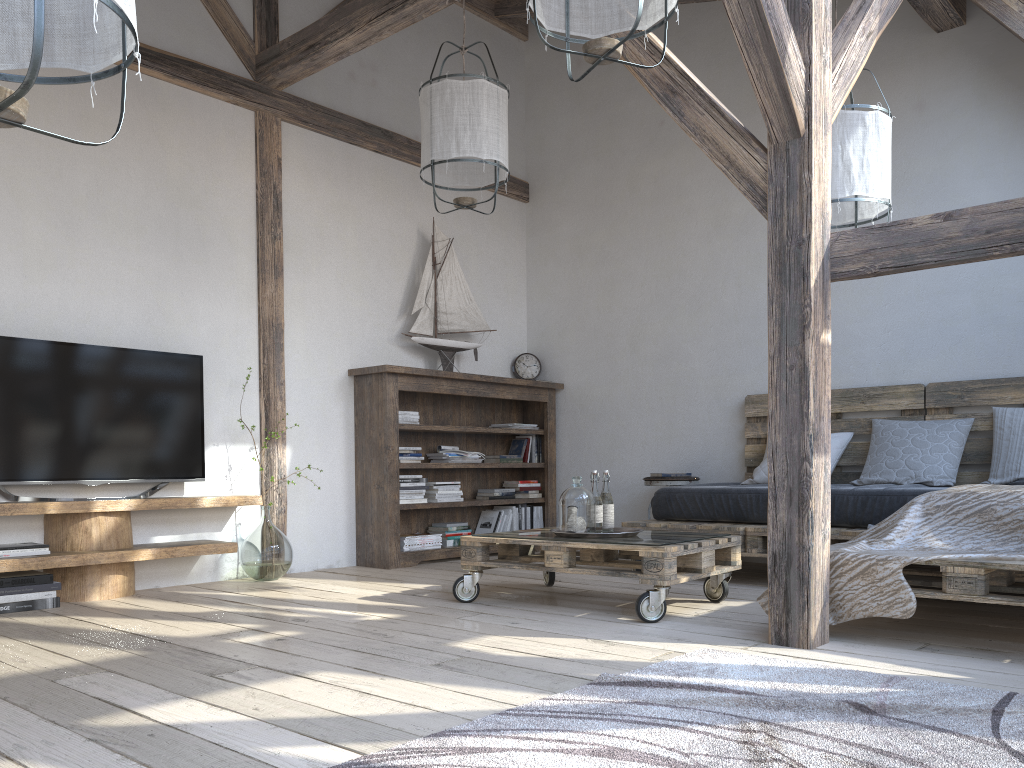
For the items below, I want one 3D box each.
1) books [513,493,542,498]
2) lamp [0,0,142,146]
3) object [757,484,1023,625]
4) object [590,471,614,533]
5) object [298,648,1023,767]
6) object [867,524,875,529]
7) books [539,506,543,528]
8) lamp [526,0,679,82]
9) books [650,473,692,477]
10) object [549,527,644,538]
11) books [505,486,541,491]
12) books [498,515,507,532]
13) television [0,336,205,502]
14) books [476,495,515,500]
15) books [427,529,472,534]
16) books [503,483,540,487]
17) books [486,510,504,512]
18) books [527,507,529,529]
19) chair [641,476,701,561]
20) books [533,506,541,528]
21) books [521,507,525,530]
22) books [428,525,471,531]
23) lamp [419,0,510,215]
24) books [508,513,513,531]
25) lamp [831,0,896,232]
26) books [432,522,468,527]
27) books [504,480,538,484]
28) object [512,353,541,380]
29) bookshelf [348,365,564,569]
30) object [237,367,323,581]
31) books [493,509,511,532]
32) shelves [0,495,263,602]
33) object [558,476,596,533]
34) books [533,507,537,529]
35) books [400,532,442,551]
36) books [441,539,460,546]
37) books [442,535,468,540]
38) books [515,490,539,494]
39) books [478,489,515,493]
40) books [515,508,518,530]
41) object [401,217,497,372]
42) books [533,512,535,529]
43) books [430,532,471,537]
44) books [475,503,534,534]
[{"bbox_3d":[0.074,0.782,6.164,0.219,0.030,0.162,-4,-6,34],"label":"books"},{"bbox_3d":[-0.757,-1.320,1.220,0.407,1.896,0.399,-1,1,-7],"label":"lamp"},{"bbox_3d":[1.415,0.571,2.880,1.009,0.473,0.813,1,-4,-19],"label":"object"},{"bbox_3d":[0.382,0.508,3.800,0.071,0.268,0.154,1,1,42],"label":"object"},{"bbox_3d":[0.358,0.625,0.859,2.192,0.056,3.192,-5,-7,42],"label":"object"},{"bbox_3d":[1.722,0.724,3.635,0.505,0.277,0.710,-2,-5,26],"label":"object"},{"bbox_3d":[0.155,0.976,6.242,0.157,0.220,0.036,-1,1,41],"label":"books"},{"bbox_3d":[0.232,-1.515,2.329,0.407,1.305,0.399,0,1,18],"label":"lamp"},{"bbox_3d":[0.973,0.557,5.394,0.204,0.021,0.150,1,-6,-19],"label":"books"},{"bbox_3d":[0.355,0.626,3.708,0.395,0.021,0.396,3,-6,-29],"label":"object"},{"bbox_3d":[0.076,0.732,6.167,0.203,0.026,0.162,4,-7,-40],"label":"books"},{"bbox_3d":[-0.114,0.971,5.949,0.139,0.175,0.094,-1,-1,42],"label":"books"},{"bbox_3d":[-1.918,0.175,4.001,0.206,0.705,1.104,1,-2,42],"label":"television"},{"bbox_3d":[-0.112,0.771,5.975,0.228,0.024,0.152,4,-7,-39],"label":"books"},{"bbox_3d":[-0.402,0.947,5.669,0.174,0.013,0.230,-6,-8,44],"label":"books"},{"bbox_3d":[0.066,0.708,6.164,0.219,0.021,0.158,5,-8,-44],"label":"books"},{"bbox_3d":[-0.146,0.957,5.962,0.157,0.206,0.107,-1,0,42],"label":"books"},{"bbox_3d":[0.053,0.966,6.126,0.157,0.220,0.017,-1,1,41],"label":"books"},{"bbox_3d":[0.983,0.830,5.422,0.354,0.521,0.354,0,-1,-45],"label":"chair"},{"bbox_3d":[0.135,0.975,6.222,0.158,0.219,0.021,-1,1,41],"label":"books"},{"bbox_3d":[0.021,0.964,6.100,0.158,0.219,0.021,-1,1,41],"label":"books"},{"bbox_3d":[-0.404,0.928,5.668,0.174,0.025,0.221,-4,-7,36],"label":"books"},{"bbox_3d":[-0.212,-1.322,3.899,0.400,1.084,0.407,-1,1,-7],"label":"lamp"},{"bbox_3d":[-0.064,0.972,5.997,0.139,0.183,0.065,-1,0,41],"label":"books"},{"bbox_3d":[1.314,-1.303,3.552,0.407,1.518,0.399,-1,1,-7],"label":"lamp"},{"bbox_3d":[-0.397,0.905,5.670,0.133,0.021,0.199,-5,-7,40],"label":"books"},{"bbox_3d":[0.062,0.690,6.189,0.143,0.019,0.202,-5,-7,41],"label":"books"},{"bbox_3d":[0.107,-0.117,6.300,0.204,0.210,0.082,0,1,-12],"label":"object"},{"bbox_3d":[-0.298,0.544,5.720,0.348,1.174,1.626,0,-2,42],"label":"bookshelf"},{"bbox_3d":[-1.239,0.482,4.724,0.275,1.120,0.515,0,1,28],"label":"object"},{"bbox_3d":[-0.090,0.955,5.973,0.157,0.212,0.090,-1,0,41],"label":"books"},{"bbox_3d":[-1.872,0.752,3.996,0.331,0.450,1.605,-1,-4,42],"label":"shelves"},{"bbox_3d":[0.272,0.508,3.676,0.156,0.247,0.156,-1,0,10],"label":"object"},{"bbox_3d":[0.107,0.974,6.217,0.158,0.219,0.021,-1,1,41],"label":"books"},{"bbox_3d":[-0.615,0.965,5.392,0.238,0.088,0.317,-5,-6,41],"label":"books"},{"bbox_3d":[-0.399,1.013,5.654,0.174,0.038,0.223,-5,-7,41],"label":"books"},{"bbox_3d":[-0.397,0.983,5.654,0.158,0.021,0.225,-5,-7,37],"label":"books"},{"bbox_3d":[0.065,0.756,6.162,0.205,0.021,0.150,-4,-6,30],"label":"books"},{"bbox_3d":[-0.107,0.725,5.982,0.152,0.024,0.228,-5,-7,37],"label":"books"},{"bbox_3d":[-0.021,0.958,6.043,0.157,0.220,0.017,-1,1,41],"label":"books"},{"bbox_3d":[-0.390,-0.545,5.634,0.790,0.992,0.140,1,0,-43],"label":"object"},{"bbox_3d":[0.107,0.989,6.190,0.139,0.185,0.018,-1,1,41],"label":"books"},{"bbox_3d":[-0.397,0.962,5.654,0.158,0.021,0.225,-5,-7,42],"label":"books"},{"bbox_3d":[-0.055,0.946,6.045,0.202,0.248,0.411,-2,-3,42],"label":"books"}]
